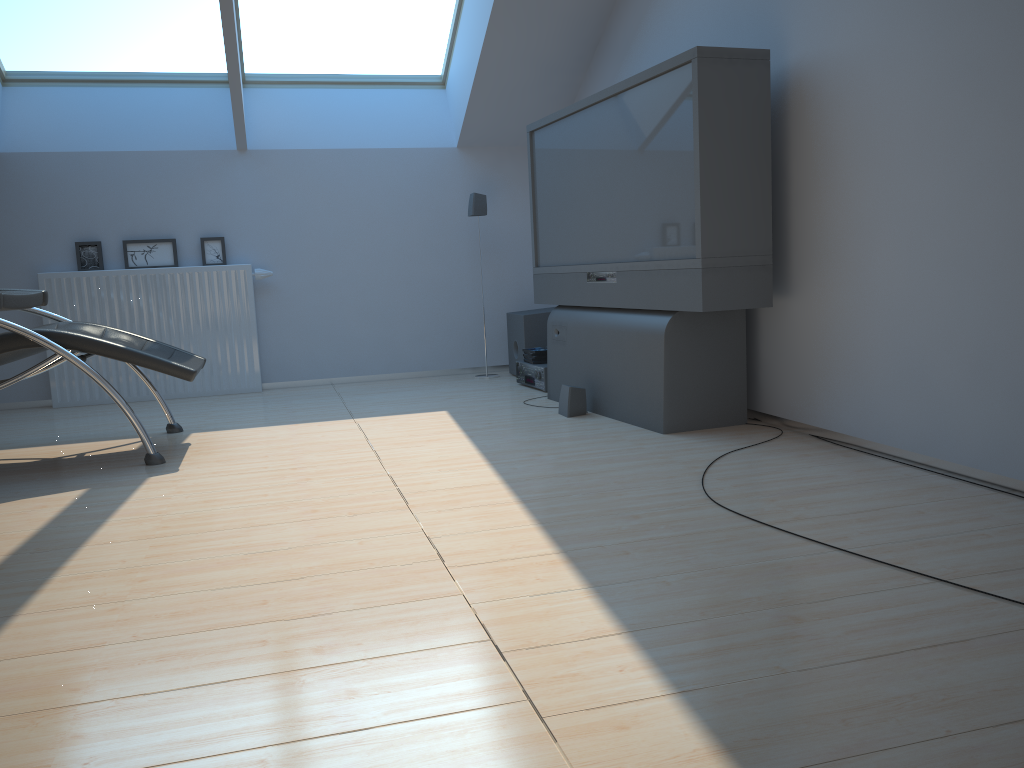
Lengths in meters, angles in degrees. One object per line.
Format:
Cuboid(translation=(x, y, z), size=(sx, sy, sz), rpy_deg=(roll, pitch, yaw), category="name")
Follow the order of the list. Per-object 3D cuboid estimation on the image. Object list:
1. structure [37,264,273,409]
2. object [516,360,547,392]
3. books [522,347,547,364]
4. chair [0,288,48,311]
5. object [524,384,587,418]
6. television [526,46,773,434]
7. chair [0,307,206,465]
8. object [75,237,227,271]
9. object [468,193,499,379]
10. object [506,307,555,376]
Cuboid(translation=(-2.121, -0.308, 5.433), size=(1.324, 0.800, 0.120), rpy_deg=(-5, 8, -15), category="structure")
Cuboid(translation=(0.262, -0.062, 5.174), size=(0.358, 0.138, 0.450), rpy_deg=(-5, 8, -20), category="object")
Cuboid(translation=(-0.969, 0.195, 3.341), size=(1.045, 0.222, 4.790), rpy_deg=(4, 10, 42), category="books")
Cuboid(translation=(-2.516, 0.006, 2.508), size=(2.114, 0.953, 0.836), rpy_deg=(-5, 8, -15), category="chair")
Cuboid(translation=(0.273, 0.010, 4.645), size=(0.394, 0.141, 1.163), rpy_deg=(-1, 7, 14), category="object")
Cuboid(translation=(0.550, -0.592, 4.099), size=(0.400, 1.446, 1.686), rpy_deg=(-5, 8, -20), category="television")
Cuboid(translation=(-2.288, -0.289, 3.553), size=(1.938, 1.251, 0.836), rpy_deg=(-5, 8, -15), category="chair")
Cuboid(translation=(-2.184, -0.787, 5.389), size=(0.846, 0.180, 0.030), rpy_deg=(-5, 8, -15), category="object")
Cuboid(translation=(-0.191, -0.630, 5.719), size=(0.158, 1.181, 0.160), rpy_deg=(-5, 8, -15), category="object")
Cuboid(translation=(0.216, -0.274, 5.691), size=(0.401, 0.424, 0.400), rpy_deg=(-5, 8, -15), category="object")
